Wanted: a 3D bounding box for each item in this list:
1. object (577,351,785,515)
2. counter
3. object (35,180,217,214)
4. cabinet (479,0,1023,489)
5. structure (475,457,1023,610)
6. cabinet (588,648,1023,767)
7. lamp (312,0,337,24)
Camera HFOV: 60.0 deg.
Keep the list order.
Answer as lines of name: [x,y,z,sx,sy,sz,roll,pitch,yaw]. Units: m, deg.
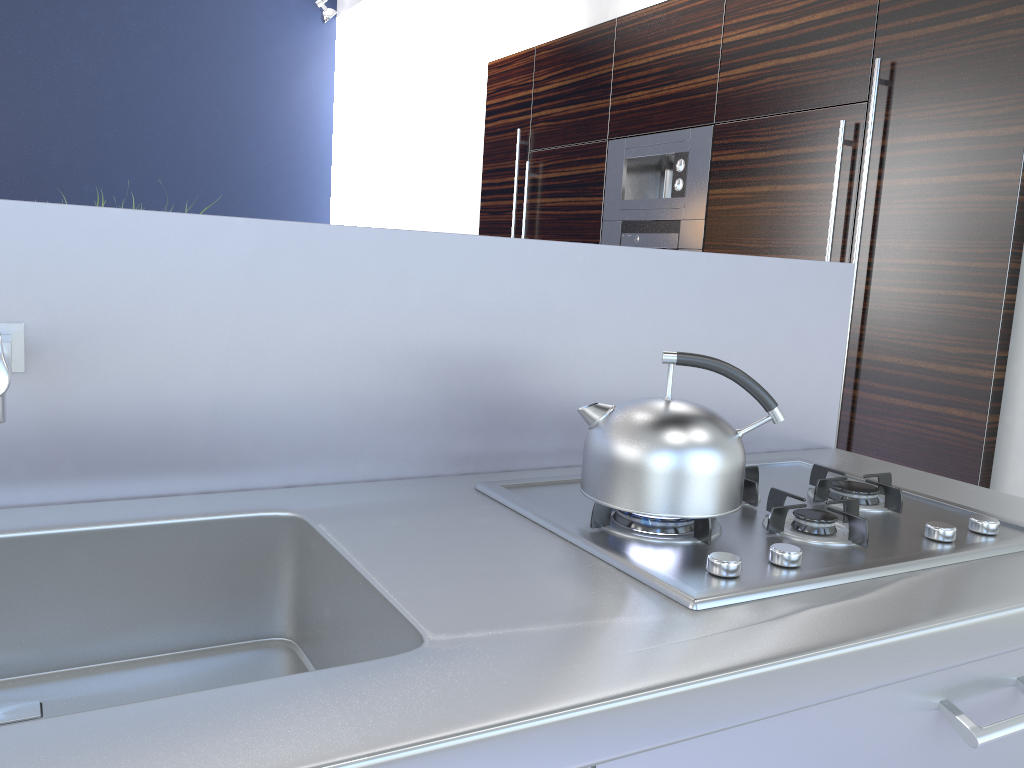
object: [0.214,0.052,1.215,0.229,0.196,0.220,-3,10,-37]
counter: [-0.721,0.428,1.064,3.291,1.300,1.302,-1,9,-29]
object: [-0.618,-0.075,1.413,0.269,0.502,0.247,-1,9,-29]
cabinet: [0.894,-0.552,4.426,0.669,2.500,3.600,-1,9,-29]
structure: [0.376,0.168,1.327,0.709,0.055,0.519,-1,9,-29]
cabinet: [-0.738,0.648,1.105,3.285,0.852,1.377,-1,9,-29]
lamp: [-1.444,-3.059,6.880,0.185,0.511,0.150,-1,9,-29]
